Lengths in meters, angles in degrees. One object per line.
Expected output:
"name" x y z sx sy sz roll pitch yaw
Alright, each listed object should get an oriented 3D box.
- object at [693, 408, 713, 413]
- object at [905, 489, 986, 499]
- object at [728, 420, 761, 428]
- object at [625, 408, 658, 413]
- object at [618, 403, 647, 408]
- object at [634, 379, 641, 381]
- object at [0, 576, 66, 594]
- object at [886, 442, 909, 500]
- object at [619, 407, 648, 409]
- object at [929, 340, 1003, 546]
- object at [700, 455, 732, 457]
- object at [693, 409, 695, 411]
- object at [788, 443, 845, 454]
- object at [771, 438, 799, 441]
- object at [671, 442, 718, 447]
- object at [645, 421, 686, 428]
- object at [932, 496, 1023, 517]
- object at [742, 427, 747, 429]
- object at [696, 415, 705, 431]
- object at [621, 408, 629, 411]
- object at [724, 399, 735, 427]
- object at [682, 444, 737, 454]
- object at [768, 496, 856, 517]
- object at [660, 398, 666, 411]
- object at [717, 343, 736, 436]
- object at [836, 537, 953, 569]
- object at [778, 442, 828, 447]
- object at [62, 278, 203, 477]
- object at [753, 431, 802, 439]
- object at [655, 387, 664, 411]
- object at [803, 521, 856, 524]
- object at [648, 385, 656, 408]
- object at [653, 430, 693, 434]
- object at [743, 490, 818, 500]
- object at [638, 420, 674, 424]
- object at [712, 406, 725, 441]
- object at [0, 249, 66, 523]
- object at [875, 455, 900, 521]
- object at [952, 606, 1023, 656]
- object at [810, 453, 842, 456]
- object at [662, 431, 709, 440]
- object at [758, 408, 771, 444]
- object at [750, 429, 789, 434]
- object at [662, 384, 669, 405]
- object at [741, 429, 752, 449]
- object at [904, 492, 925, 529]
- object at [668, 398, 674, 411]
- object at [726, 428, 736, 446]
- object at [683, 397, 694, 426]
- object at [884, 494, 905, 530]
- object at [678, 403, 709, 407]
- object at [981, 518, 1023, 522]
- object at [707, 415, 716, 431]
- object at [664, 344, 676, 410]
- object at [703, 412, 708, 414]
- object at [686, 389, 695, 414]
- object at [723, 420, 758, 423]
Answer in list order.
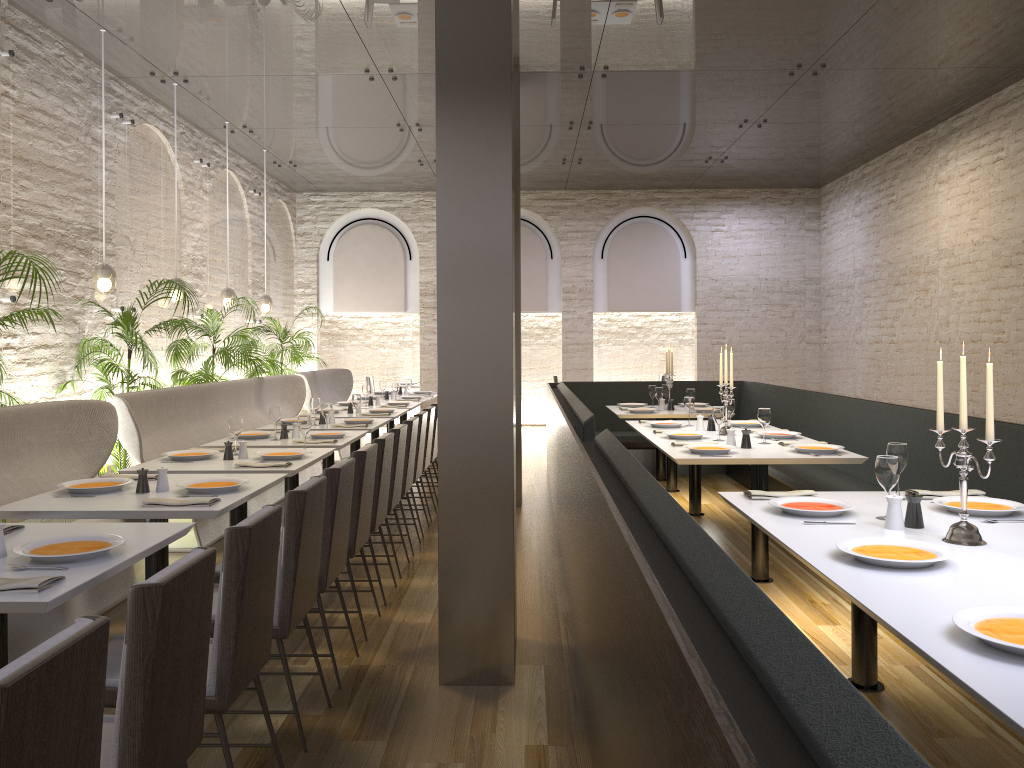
"object" 1.875 0.254 8.467 0.321 0.036 0.322 -1 3 -23
"object" 1.818 0.459 3.723 0.273 0.033 0.143 0 2 1
"object" 1.849 0.318 6.977 0.321 0.036 0.322 0 2 -3
"object" 1.241 0.257 8.480 0.321 0.036 0.322 -1 3 -23
"object" 1.254 0.225 9.227 0.321 0.036 0.322 0 2 -3
"object" 1.532 0.055 10.827 0.086 0.231 0.086 0 0 31
"object" -1.384 0.541 2.406 0.273 0.033 0.143 0 2 1
"object" 1.604 0.362 3.685 0.086 0.231 0.086 0 0 13
"object" 1.222 0.246 8.917 0.273 0.033 0.143 0 2 1
"object" 1.466 0.184 2.877 0.131 0.657 0.390 0 1 12
"object" 1.172 0.414 5.096 0.185 0.010 0.017 0 2 1
"object" 1.907 0.249 8.744 0.273 0.033 0.143 0 2 1
"object" 1.819 0.391 5.299 0.321 0.036 0.322 -1 3 -23
"object" 1.827 0.371 5.930 0.181 0.015 0.038 0 2 2
"object" 1.164 0.386 5.658 0.273 0.033 0.143 0 2 1
"object" 1.214 0.321 6.990 0.321 0.036 0.322 0 2 -3
"object" 1.785 0.473 3.390 0.321 0.036 0.322 1 3 21
"object" 1.842 0.334 6.790 0.181 0.015 0.038 0 2 2
"object" 1.413 0.293 6.651 0.069 0.126 0.069 0 1 -5
"object" 1.219 0.252 8.762 0.273 0.033 0.143 0 2 1
"object" 1.659 0.230 6.755 0.086 0.231 0.086 0 0 13
"object" 1.185 0.394 5.313 0.321 0.036 0.322 0 2 -1
"object" 1.150 0.476 3.403 0.321 0.036 0.322 1 3 21
"object" 1.485 0.202 8.750 0.069 0.126 0.069 0 1 43
"object" 1.528 0.035 6.322 0.131 0.657 0.390 0 1 12
"object" 1.137 0.509 2.643 0.321 0.036 0.322 -1 3 -23
"object" 1.852 0.383 5.645 0.273 0.033 0.143 0 2 1
"object" -3.084 0.140 7.107 1.145 1.974 1.188 0 1 32
"object" 1.834 0.355 6.126 0.321 0.036 0.322 1 3 21
"object" 1.436 0.150 8.650 0.086 0.231 0.086 0 0 37
"object" 1.138 0.497 3.174 0.185 0.010 0.017 0 2 1
"object" 1.444 0.130 9.104 0.086 0.231 0.086 0 0 37
"object" 1.179 0.351 6.481 0.273 0.033 0.143 0 2 1
"object" 1.130 0.463 3.736 0.273 0.033 0.143 0 2 1
"object" 1.194 0.314 7.340 0.273 0.033 0.143 0 2 1
"object" 1.388 0.266 5.947 0.086 0.231 0.086 0 0 1
"object" -3.121 0.231 4.995 1.145 1.974 1.188 0 1 32
"object" 1.384 0.382 3.263 0.086 0.231 0.086 0 0 13
"object" 1.123 0.541 1.900 0.321 0.036 0.322 -1 3 -23
"object" 1.812 0.407 5.107 0.181 0.015 0.038 0 2 2
"object" 1.199 0.358 6.140 0.321 0.036 0.322 1 3 21
"object" 1.641 0.273 5.757 0.086 0.231 0.086 0 0 43
"object" 1.867 0.347 6.469 0.273 0.033 0.143 0 2 1
"object" 1.615 0.121 9.289 0.086 0.231 0.086 -1 0 -29
"object" 1.456 0.341 5.513 0.069 0.126 0.069 0 1 32
"object" 1.414 0.445 3.116 0.069 0.126 0.069 0 1 -5
"object" 1.565 0.203 8.725 0.069 0.126 0.069 0 1 43
"object" 1.376 0.340 5.564 0.069 0.126 0.069 0 1 24
"object" 1.407 0.219 7.047 0.086 0.231 0.086 0 0 13
"object" 1.335 0.446 3.093 0.069 0.126 0.069 0 1 -5
"object" 1.889 0.222 9.213 0.321 0.036 0.322 -2 3 -41
"object" 1.778 0.490 3.185 0.181 0.015 0.038 0 2 2
"object" 1.495 0.292 6.646 0.069 0.126 0.069 0 1 -5
"object" 1.573 -0.074 8.856 0.131 0.657 0.390 0 1 12
"object" 1.869 0.270 8.286 0.181 0.015 0.038 0 2 2
"object" 1.687 0.161 8.358 0.086 0.231 0.086 0 0 37
"object" 1.882 0.310 7.328 0.273 0.033 0.143 0 2 1
